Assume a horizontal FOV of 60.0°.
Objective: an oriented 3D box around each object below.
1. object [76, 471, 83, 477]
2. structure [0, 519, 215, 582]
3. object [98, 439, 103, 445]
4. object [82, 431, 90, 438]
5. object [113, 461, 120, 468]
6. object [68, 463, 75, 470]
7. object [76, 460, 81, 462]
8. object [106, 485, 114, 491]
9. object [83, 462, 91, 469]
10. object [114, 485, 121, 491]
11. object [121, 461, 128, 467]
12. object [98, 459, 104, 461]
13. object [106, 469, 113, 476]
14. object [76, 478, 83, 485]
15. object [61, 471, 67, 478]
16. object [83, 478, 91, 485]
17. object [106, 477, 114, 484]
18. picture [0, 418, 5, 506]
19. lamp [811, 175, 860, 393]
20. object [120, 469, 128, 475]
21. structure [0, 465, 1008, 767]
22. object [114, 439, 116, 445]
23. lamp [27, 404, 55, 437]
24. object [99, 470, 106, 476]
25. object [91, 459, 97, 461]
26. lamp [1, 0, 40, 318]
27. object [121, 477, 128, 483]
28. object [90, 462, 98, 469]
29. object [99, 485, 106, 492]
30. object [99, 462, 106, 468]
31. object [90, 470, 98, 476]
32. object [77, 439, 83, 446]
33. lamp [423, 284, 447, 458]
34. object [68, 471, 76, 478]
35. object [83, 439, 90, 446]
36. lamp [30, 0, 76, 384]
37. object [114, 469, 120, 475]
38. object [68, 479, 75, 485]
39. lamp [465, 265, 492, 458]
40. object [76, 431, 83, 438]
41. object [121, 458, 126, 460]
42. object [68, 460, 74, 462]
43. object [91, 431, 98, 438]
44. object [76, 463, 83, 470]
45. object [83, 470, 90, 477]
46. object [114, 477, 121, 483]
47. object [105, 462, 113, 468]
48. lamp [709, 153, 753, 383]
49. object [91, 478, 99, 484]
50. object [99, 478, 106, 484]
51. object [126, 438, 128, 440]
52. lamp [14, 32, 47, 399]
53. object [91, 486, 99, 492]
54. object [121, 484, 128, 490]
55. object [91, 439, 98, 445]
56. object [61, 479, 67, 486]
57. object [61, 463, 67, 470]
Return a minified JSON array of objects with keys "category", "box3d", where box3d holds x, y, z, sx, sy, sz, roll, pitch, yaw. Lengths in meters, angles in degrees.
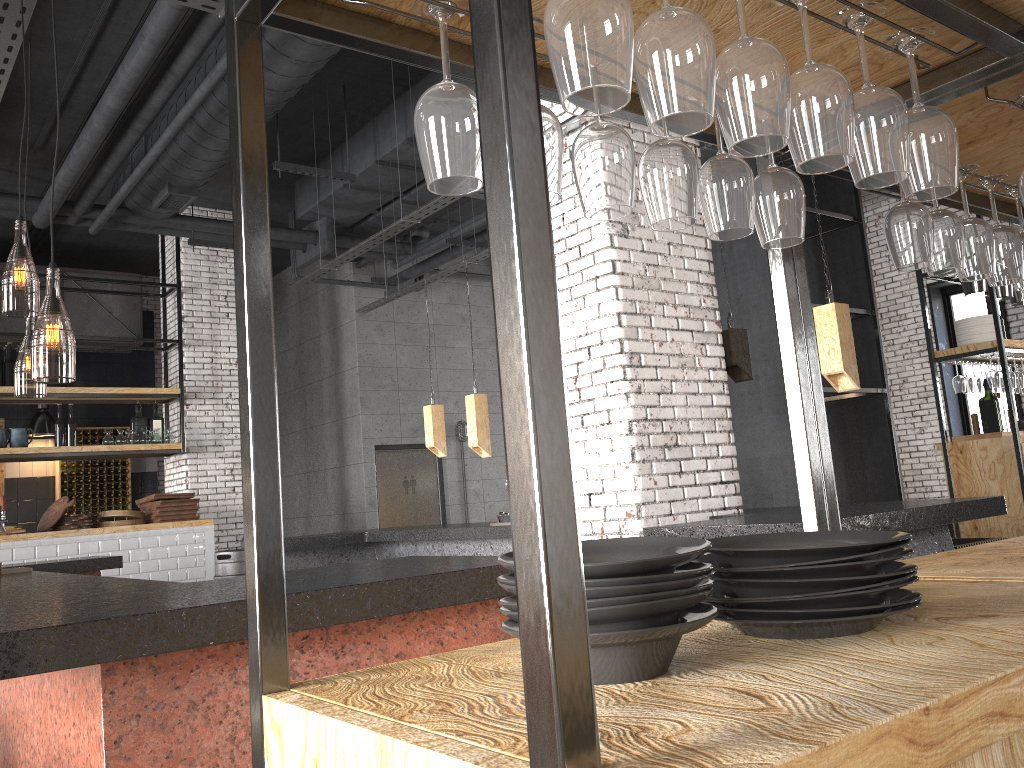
[{"category":"object","box3d":[-5.760,1.194,11.808,0.079,0.079,0.283,1,-10,-37]},{"category":"structure","box3d":[-5.773,2.129,7.860,5.799,1.350,1.507,1,-10,-37]},{"category":"object","box3d":[-5.578,0.784,12.054,0.079,0.079,0.283,1,-10,-37]},{"category":"object","box3d":[-5.740,0.679,11.959,0.079,0.079,0.283,1,-10,-37]},{"category":"object","box3d":[-5.401,1.098,12.120,0.079,0.079,0.283,1,-10,-37]},{"category":"object","box3d":[-5.833,1.086,11.752,0.079,0.079,0.283,1,-10,-37]},{"category":"object","box3d":[-5.789,0.989,11.855,0.079,0.079,0.283,1,-10,-37]},{"category":"object","box3d":[-5.428,1.403,11.986,0.079,0.079,0.283,1,-10,-37]},{"category":"object","box3d":[-5.694,1.091,11.881,0.079,0.079,0.283,1,-10,-37]},{"category":"object","box3d":[-5.376,1.410,12.074,0.079,0.079,0.283,1,-10,-37]},{"category":"object","box3d":[-5.312,1.096,12.158,0.079,0.079,0.283,1,-10,-37]},{"category":"object","box3d":[-5.546,0.988,12.003,0.079,0.079,0.283,1,-10,-37]},{"category":"object","box3d":[-5.459,1.199,12.036,0.079,0.079,0.283,1,-10,-37]},{"category":"object","box3d":[-5.740,1.295,11.778,0.079,0.079,0.283,1,-10,-37]},{"category":"object","box3d":[-5.906,1.191,11.688,0.079,0.079,0.283,1,-10,-37]},{"category":"object","box3d":[-5.676,1.299,11.850,0.079,0.079,0.283,1,-10,-37]},{"category":"object","box3d":[-5.439,1.300,12.005,0.079,0.079,0.283,1,-10,-37]},{"category":"picture","box3d":[-7.008,1.010,11.260,0.980,1.145,0.020,1,-10,-37]},{"category":"lamp","box3d":[1.625,-0.728,4.647,0.127,1.551,0.127,2,-11,-37]},{"category":"object","box3d":[-5.308,1.201,12.150,0.079,0.079,0.283,1,-10,-37]},{"category":"structure","box3d":[-1.088,1.281,5.119,4.309,1.538,5.861,1,-9,-37]},{"category":"object","box3d":[-5.413,0.783,12.148,0.079,0.079,0.283,1,-10,-37]},{"category":"lamp","box3d":[-6.170,0.204,11.655,0.390,0.940,0.389,1,-10,-35]},{"category":"object","box3d":[-5.544,1.200,11.991,0.079,0.079,0.283,1,-10,-37]},{"category":"object","box3d":[-5.627,0.989,11.953,0.079,0.079,0.283,1,-10,-37]},{"category":"lamp","box3d":[-1.623,-1.011,2.928,0.108,1.604,0.108,-4,-9,-5]},{"category":"object","box3d":[-5.312,1.308,12.150,0.079,0.079,0.283,1,-10,-37]},{"category":"object","box3d":[-5.607,1.090,11.923,0.079,0.079,0.283,1,-10,-37]},{"category":"object","box3d":[-5.526,1.408,11.960,0.079,0.079,0.283,1,-10,-37]},{"category":"object","box3d":[-5.543,1.094,11.995,0.079,0.079,0.283,1,-10,-37]},{"category":"object","box3d":[-5.619,1.199,11.934,0.079,0.079,0.283,1,-10,-37]},{"category":"object","box3d":[-5.783,0.776,11.856,0.079,0.079,0.283,1,-10,-37]},{"category":"lamp","box3d":[-0.706,-0.136,7.709,0.127,1.551,0.127,2,-11,-37]},{"category":"object","box3d":[-5.822,1.190,11.733,0.079,0.079,0.283,1,-10,-37]},{"category":"object","box3d":[-5.719,0.780,11.928,0.079,0.079,0.283,1,-10,-37]},{"category":"lamp","box3d":[-1.276,-0.798,2.461,0.108,1.604,0.108,-4,-9,-5]},{"category":"object","box3d":[-5.393,1.202,12.105,0.079,0.079,0.283,1,-10,-37]},{"category":"object","box3d":[-5.827,1.297,11.736,0.079,0.079,0.283,1,-10,-37]},{"category":"lamp","box3d":[-0.315,-0.205,7.194,0.127,1.611,0.127,2,-11,-37]},{"category":"object","box3d":[-5.803,0.675,11.887,0.079,0.079,0.283,1,-10,-37]},{"category":"object","box3d":[-5.326,0.993,12.181,0.079,0.079,0.283,1,-10,-37]},{"category":"object","box3d":[-5.853,0.985,11.783,0.079,0.079,0.283,1,-10,-37]},{"category":"object","box3d":[-5.653,0.677,12.000,0.079,0.079,0.283,1,-10,-37]},{"category":"object","box3d":[-5.778,1.093,11.836,0.079,0.079,0.283,1,-10,-37]},{"category":"object","box3d":[-5.697,1.198,11.881,0.079,0.079,0.283,1,-10,-37]},{"category":"object","box3d":[-5.375,1.304,12.077,0.079,0.079,0.283,1,-10,-37]},{"category":"object","box3d":[-5.479,1.098,12.067,0.079,0.079,0.283,1,-10,-37]},{"category":"lamp","box3d":[1.230,-0.705,5.169,0.127,1.399,0.127,2,-11,-37]},{"category":"object","box3d":[-5.587,1.297,11.888,0.079,0.079,0.283,1,-10,-37]},{"category":"object","box3d":[-5.526,1.302,11.963,0.079,0.079,0.283,1,-10,-37]},{"category":"object","box3d":[-5.329,0.782,12.194,0.079,0.079,0.283,1,-10,-37]},{"category":"lamp","box3d":[-1.854,-0.675,3.413,0.108,1.466,0.108,-9,-9,24]},{"category":"object","box3d":[-5.581,1.401,11.876,0.079,0.079,0.283,1,-10,-37]},{"category":"object","box3d":[-5.291,1.409,12.118,0.079,0.079,0.283,1,-10,-37]},{"category":"object","box3d":[-5.653,0.783,11.997,0.079,0.079,0.283,1,-10,-37]},{"category":"object","box3d":[-5.912,1.298,11.691,0.079,0.079,0.283,1,-10,-37]},{"category":"object","box3d":[-5.920,1.088,11.710,0.079,0.079,0.283,1,-10,-37]}]
